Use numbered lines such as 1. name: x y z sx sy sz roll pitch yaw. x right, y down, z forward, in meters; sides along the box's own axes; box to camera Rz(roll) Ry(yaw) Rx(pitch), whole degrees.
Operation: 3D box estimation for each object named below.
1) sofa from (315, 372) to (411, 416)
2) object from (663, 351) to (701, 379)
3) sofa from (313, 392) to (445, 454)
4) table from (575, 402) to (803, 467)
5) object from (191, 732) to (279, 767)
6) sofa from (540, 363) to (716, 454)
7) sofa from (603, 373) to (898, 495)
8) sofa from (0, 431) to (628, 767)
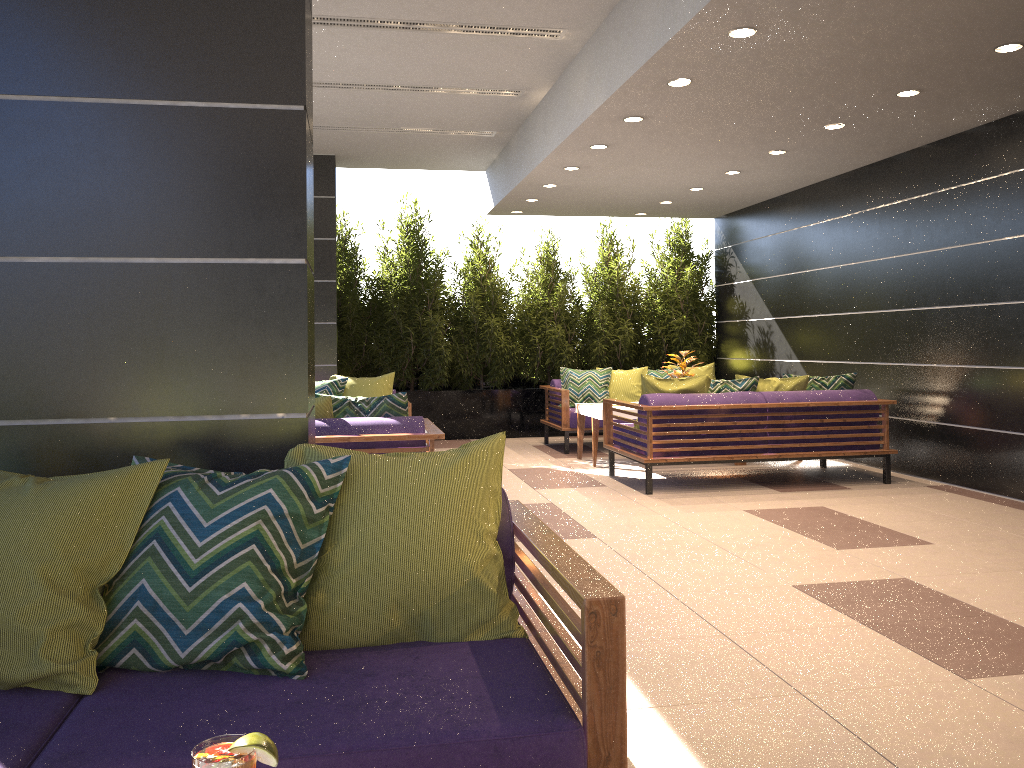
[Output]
1. sofa: -1.979 0.377 7.714 2.126 0.920 1.119 -1 1 -11
2. object: 1.677 -0.065 8.675 0.430 0.527 0.425 -1 0 7
3. sofa: -1.511 0.484 5.189 2.126 0.920 1.119 -1 1 -11
4. table: 1.728 0.474 8.684 2.037 0.554 0.941 -1 2 -11
5. object: -0.294 0.471 0.932 0.084 0.190 0.067 -1 -1 14
6. sofa: 1.472 0.237 9.969 2.126 0.920 1.119 -1 1 -11
7. sofa: 1.940 0.344 7.445 2.126 0.920 1.119 -1 1 -11
8. sofa: -0.921 0.619 2.010 2.126 0.920 1.119 -1 1 -11
